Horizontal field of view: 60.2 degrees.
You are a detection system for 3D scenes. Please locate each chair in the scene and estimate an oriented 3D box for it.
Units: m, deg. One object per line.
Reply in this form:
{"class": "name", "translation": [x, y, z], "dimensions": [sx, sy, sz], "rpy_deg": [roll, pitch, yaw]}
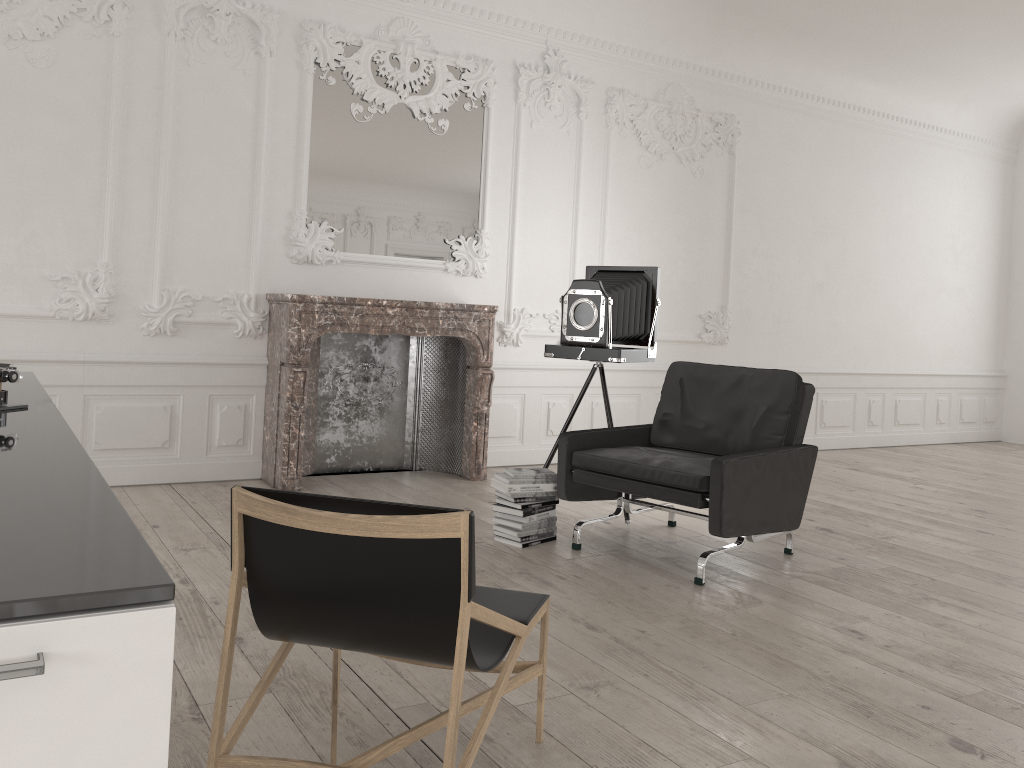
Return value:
{"class": "chair", "translation": [-0.293, 0.607, 2.153], "dimensions": [0.631, 0.770, 0.782], "rpy_deg": [3, 2, 14]}
{"class": "chair", "translation": [0.942, 0.385, 4.607], "dimensions": [0.976, 0.962, 1.086], "rpy_deg": [5, 3, 44]}

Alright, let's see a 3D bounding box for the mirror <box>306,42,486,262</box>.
{"class": "mirror", "translation": [-0.812, -1.630, 6.374], "dimensions": [1.433, 1.571, 0.009], "rpy_deg": [2, 0, -31]}

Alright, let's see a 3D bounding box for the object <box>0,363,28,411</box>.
{"class": "object", "translation": [-1.407, 0.000, 2.068], "dimensions": [0.384, 0.110, 0.317], "rpy_deg": [4, 4, 14]}

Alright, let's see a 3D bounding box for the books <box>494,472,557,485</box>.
{"class": "books", "translation": [0.076, 0.495, 4.656], "dimensions": [0.289, 0.026, 0.206], "rpy_deg": [1, 5, -23]}

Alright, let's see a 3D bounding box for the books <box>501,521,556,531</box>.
{"class": "books", "translation": [0.087, 0.733, 4.669], "dimensions": [0.242, 0.022, 0.173], "rpy_deg": [-1, 6, -43]}

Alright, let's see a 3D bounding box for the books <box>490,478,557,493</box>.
{"class": "books", "translation": [0.069, 0.529, 4.646], "dimensions": [0.310, 0.041, 0.199], "rpy_deg": [1, 5, -25]}

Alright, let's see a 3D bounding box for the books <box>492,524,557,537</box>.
{"class": "books", "translation": [0.067, 0.757, 4.658], "dimensions": [0.280, 0.025, 0.199], "rpy_deg": [-1, 6, -41]}

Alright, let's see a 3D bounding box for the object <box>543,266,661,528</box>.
{"class": "object", "translation": [0.571, 0.022, 5.452], "dimensions": [0.712, 1.522, 0.654], "rpy_deg": [3, 1, 34]}

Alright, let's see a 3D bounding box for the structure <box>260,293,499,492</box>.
{"class": "structure", "translation": [-0.922, 0.037, 6.146], "dimensions": [1.542, 1.247, 0.661], "rpy_deg": [1, 1, -31]}

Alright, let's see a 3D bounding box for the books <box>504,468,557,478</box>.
{"class": "books", "translation": [0.098, 0.471, 4.668], "dimensions": [0.242, 0.022, 0.173], "rpy_deg": [2, 4, -17]}

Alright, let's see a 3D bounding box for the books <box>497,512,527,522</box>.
{"class": "books", "translation": [0.076, 0.681, 4.670], "dimensions": [0.194, 0.030, 0.252], "rpy_deg": [6, 5, 38]}

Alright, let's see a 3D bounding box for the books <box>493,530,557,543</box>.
{"class": "books", "translation": [0.070, 0.783, 4.657], "dimensions": [0.199, 0.025, 0.274], "rpy_deg": [7, 6, 44]}

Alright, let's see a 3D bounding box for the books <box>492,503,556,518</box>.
{"class": "books", "translation": [0.066, 0.646, 4.651], "dimensions": [0.199, 0.035, 0.300], "rpy_deg": [6, 5, 36]}

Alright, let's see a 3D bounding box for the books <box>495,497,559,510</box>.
{"class": "books", "translation": [0.081, 0.615, 4.651], "dimensions": [0.277, 0.025, 0.199], "rpy_deg": [-1, 6, -43]}

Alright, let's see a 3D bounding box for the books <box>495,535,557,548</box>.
{"class": "books", "translation": [0.071, 0.810, 4.650], "dimensions": [0.199, 0.025, 0.277], "rpy_deg": [7, 6, 41]}

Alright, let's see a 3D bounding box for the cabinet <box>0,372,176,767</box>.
{"class": "cabinet", "translation": [-2.088, 0.516, 1.367], "dimensions": [2.458, 0.881, 2.716], "rpy_deg": [1, 5, -31]}

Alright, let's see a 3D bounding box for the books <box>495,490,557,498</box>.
{"class": "books", "translation": [0.077, 0.562, 4.658], "dimensions": [0.280, 0.025, 0.199], "rpy_deg": [1, 5, -25]}

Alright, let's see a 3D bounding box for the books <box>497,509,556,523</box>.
{"class": "books", "translation": [0.076, 0.681, 4.670], "dimensions": [0.199, 0.035, 0.258], "rpy_deg": [6, 5, 38]}

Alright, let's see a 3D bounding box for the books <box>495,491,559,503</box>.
{"class": "books", "translation": [0.080, 0.587, 4.658], "dimensions": [0.274, 0.025, 0.199], "rpy_deg": [0, 5, -30]}

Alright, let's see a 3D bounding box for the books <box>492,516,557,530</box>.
{"class": "books", "translation": [0.067, 0.713, 4.657], "dimensions": [0.206, 0.026, 0.289], "rpy_deg": [7, 6, 41]}
